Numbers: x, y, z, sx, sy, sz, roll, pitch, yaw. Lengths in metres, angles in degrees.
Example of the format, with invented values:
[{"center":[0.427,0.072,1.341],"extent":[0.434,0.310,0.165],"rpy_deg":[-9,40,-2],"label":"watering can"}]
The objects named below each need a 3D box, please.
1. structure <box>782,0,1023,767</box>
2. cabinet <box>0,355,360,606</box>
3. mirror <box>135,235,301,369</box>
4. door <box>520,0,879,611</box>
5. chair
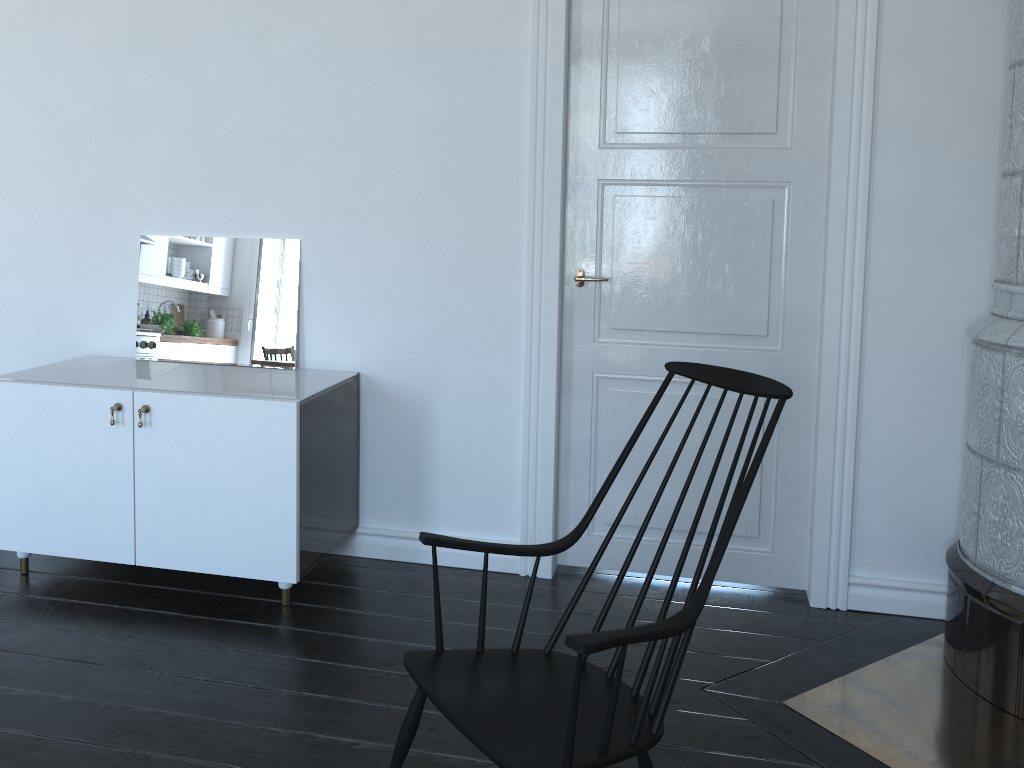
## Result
[{"center":[1.536,-0.515,2.395],"extent":[1.272,2.861,0.784],"rpy_deg":[-2,6,-33],"label":"structure"},{"center":[-1.246,0.335,3.272],"extent":[1.201,0.728,0.597],"rpy_deg":[3,7,12],"label":"cabinet"},{"center":[-1.174,-0.331,3.500],"extent":[0.696,0.498,0.054],"rpy_deg":[3,5,12],"label":"mirror"},{"center":[0.638,-0.475,3.157],"extent":[1.170,2.450,0.117],"rpy_deg":[2,5,12],"label":"door"},{"center":[0.162,0.503,1.890],"extent":[0.908,0.995,0.618],"rpy_deg":[-4,8,-33],"label":"chair"}]
